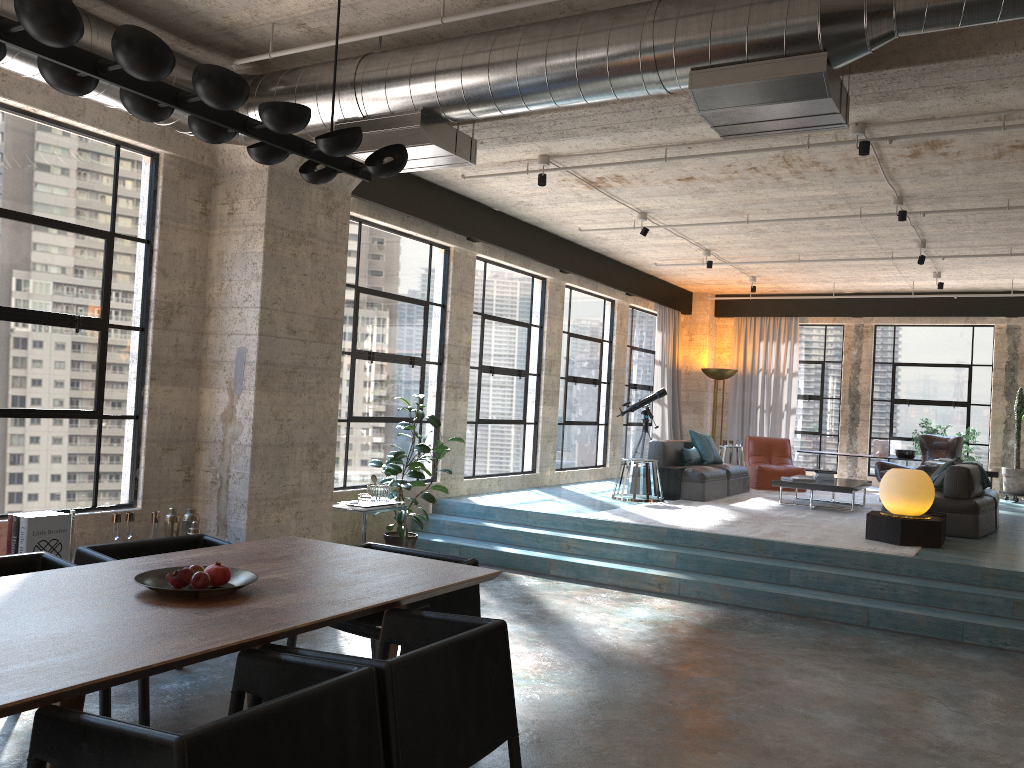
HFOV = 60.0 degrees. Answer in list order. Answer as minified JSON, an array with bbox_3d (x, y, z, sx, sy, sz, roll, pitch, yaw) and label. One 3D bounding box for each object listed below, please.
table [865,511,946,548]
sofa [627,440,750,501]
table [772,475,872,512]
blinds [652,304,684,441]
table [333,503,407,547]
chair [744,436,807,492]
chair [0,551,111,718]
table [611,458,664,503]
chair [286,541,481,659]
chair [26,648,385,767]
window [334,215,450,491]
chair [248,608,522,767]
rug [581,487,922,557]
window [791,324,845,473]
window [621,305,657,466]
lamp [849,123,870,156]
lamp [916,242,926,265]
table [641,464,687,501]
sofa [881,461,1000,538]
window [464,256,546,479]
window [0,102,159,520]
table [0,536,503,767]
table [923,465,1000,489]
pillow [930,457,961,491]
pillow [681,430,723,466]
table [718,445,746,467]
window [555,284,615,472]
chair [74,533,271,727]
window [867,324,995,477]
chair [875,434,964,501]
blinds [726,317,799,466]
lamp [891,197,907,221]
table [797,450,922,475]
[{"bbox_3d":[3.632,1.312,8.151,0.616,0.230,1.044,2,-1,30],"label":"table"},{"bbox_3d":[2.388,1.092,11.713,1.019,0.680,2.063,2,-1,30],"label":"sofa"},{"bbox_3d":[3.827,1.340,10.898,0.900,0.309,1.500,2,-1,30],"label":"table"},{"bbox_3d":[2.725,0.036,14.972,0.384,2.985,1.131,2,-1,30],"label":"blinds"},{"bbox_3d":[-1.272,1.323,7.586,0.450,0.563,0.600,2,-1,30],"label":"table"},{"bbox_3d":[3.892,1.179,13.210,0.801,0.759,0.920,3,-1,0],"label":"chair"},{"bbox_3d":[-2.113,1.104,3.549,0.754,0.738,0.707,2,-1,35],"label":"chair"},{"bbox_3d":[1.490,1.122,10.425,0.620,0.472,0.620,2,-1,33],"label":"table"},{"bbox_3d":[-0.603,1.204,4.329,0.707,0.738,0.754,2,-1,30],"label":"chair"},{"bbox_3d":[-0.786,1.152,2.355,0.754,0.738,0.707,2,-1,30],"label":"chair"},{"bbox_3d":[-1.197,-0.254,8.780,0.081,2.530,1.780,2,-1,30],"label":"window"},{"bbox_3d":[-0.414,1.186,2.987,0.754,0.738,0.707,2,-1,30],"label":"chair"},{"bbox_3d":[3.865,1.501,11.201,2.954,0.032,7.768,2,-1,30],"label":"rug"},{"bbox_3d":[4.811,0.220,15.452,1.780,2.530,0.081,2,-1,30],"label":"window"},{"bbox_3d":[2.150,0.055,14.614,0.081,2.530,1.780,2,-1,30],"label":"window"},{"bbox_3d":[2.507,-1.758,6.399,0.141,0.215,0.107,3,-1,12],"label":"lamp"},{"bbox_3d":[4.804,-1.527,10.402,0.144,0.252,0.107,4,-1,-28],"label":"lamp"},{"bbox_3d":[1.856,1.198,10.811,0.420,0.390,0.413,2,-1,30],"label":"table"},{"bbox_3d":[4.613,1.167,9.462,1.019,0.680,2.063,2,-1,30],"label":"sofa"},{"bbox_3d":[-0.081,-0.151,10.725,0.081,2.530,1.780,2,-1,30],"label":"window"},{"bbox_3d":[-3.049,-0.426,5.551,0.081,2.530,1.780,2,-1,30],"label":"window"},{"bbox_3d":[-1.221,1.137,3.260,1.299,0.756,2.410,2,-1,30],"label":"table"},{"bbox_3d":[5.486,1.309,10.836,0.800,0.570,0.800,2,-1,30],"label":"table"},{"bbox_3d":[4.620,0.973,9.556,0.320,0.393,0.670,2,-2,36],"label":"pillow"},{"bbox_3d":[2.483,0.845,11.824,0.349,0.466,1.042,2,-2,40],"label":"pillow"},{"bbox_3d":[3.156,1.200,12.808,0.549,0.603,0.549,3,-1,9],"label":"table"},{"bbox_3d":[1.034,-0.048,12.669,0.081,2.530,1.780,2,-1,30],"label":"window"},{"bbox_3d":[-1.650,1.145,4.257,0.754,0.738,0.707,2,-1,35],"label":"chair"},{"bbox_3d":[6.755,0.304,14.332,1.780,2.530,0.081,2,-1,30],"label":"window"},{"bbox_3d":[5.498,1.141,11.872,0.975,0.940,0.820,4,-1,-20],"label":"chair"},{"bbox_3d":[4.299,0.139,15.338,1.187,2.986,0.404,2,-1,31],"label":"blinds"},{"bbox_3d":[3.661,-1.652,8.399,0.141,0.215,0.107,3,-1,12],"label":"lamp"},{"bbox_3d":[5.542,1.394,14.073,2.004,0.530,0.715,3,-1,28],"label":"table"}]
